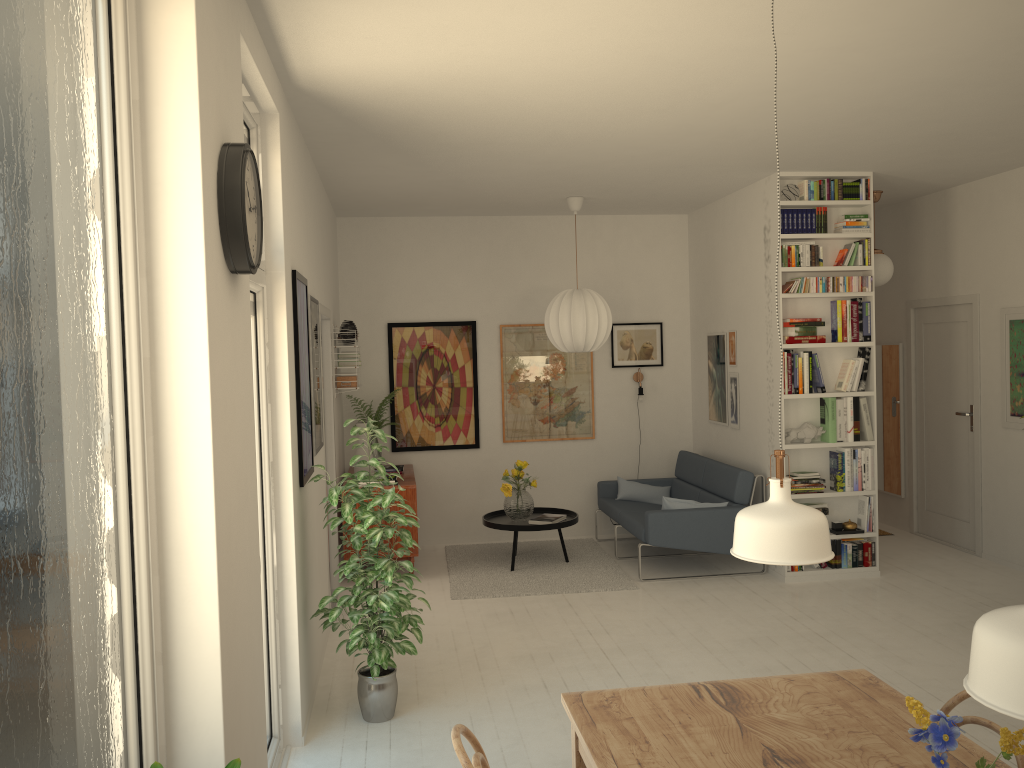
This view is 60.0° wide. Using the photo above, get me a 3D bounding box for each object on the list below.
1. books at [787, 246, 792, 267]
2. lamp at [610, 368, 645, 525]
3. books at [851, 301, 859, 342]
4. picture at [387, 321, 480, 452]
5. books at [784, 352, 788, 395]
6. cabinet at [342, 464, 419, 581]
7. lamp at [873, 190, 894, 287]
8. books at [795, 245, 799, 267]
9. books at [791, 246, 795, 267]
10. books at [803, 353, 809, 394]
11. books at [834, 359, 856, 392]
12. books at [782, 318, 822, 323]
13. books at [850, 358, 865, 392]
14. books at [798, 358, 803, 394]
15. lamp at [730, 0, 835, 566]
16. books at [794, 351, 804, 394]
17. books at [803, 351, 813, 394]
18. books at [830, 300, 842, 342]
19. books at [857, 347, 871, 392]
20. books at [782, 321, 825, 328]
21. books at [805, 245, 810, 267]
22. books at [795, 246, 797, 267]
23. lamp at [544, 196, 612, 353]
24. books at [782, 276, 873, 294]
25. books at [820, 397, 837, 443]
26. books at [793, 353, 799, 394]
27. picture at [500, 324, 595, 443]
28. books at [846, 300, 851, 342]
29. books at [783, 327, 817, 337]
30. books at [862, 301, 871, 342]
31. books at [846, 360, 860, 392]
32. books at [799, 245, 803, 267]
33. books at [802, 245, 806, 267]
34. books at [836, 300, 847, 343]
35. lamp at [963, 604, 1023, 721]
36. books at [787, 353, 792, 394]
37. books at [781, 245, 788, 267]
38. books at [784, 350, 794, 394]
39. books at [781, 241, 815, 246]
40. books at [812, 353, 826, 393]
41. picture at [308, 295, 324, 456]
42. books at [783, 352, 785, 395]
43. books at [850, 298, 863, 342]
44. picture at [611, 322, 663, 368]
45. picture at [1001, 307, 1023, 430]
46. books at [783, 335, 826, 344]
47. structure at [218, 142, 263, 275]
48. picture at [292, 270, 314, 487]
[{"bbox_3d":[1.944,-0.900,6.345,0.030,0.149,0.202,-2,2,-8],"label":"books"},{"bbox_3d":[1.041,0.567,8.012,0.360,1.416,0.112,-2,2,-8],"label":"lamp"},{"bbox_3d":[2.442,-0.447,6.429,0.059,0.291,0.182,-2,2,-8],"label":"books"},{"bbox_3d":[-0.689,0.020,7.828,0.778,1.133,0.018,-2,2,-8],"label":"picture"},{"bbox_3d":[1.927,-0.079,6.376,0.015,0.301,0.207,-2,2,-8],"label":"books"},{"bbox_3d":[-1.051,1.100,7.157,0.546,0.727,1.262,-2,2,-8],"label":"cabinet"},{"bbox_3d":[2.932,-1.170,7.170,0.275,0.767,0.275,-2,2,-13],"label":"lamp"},{"bbox_3d":[2.007,-0.906,6.364,0.024,0.155,0.188,-2,2,-8],"label":"books"},{"bbox_3d":[1.971,-0.902,6.344,0.023,0.152,0.199,-2,2,-8],"label":"books"},{"bbox_3d":[2.079,-0.078,6.384,0.032,0.290,0.189,-2,2,-8],"label":"books"},{"bbox_3d":[2.401,-0.061,6.410,0.115,0.232,0.133,-2,2,-8],"label":"books"},{"bbox_3d":[2.053,-0.456,6.386,0.266,0.026,0.203,-2,2,-18],"label":"books"},{"bbox_3d":[2.475,-0.069,6.450,0.092,0.244,0.196,-2,2,-8],"label":"books"},{"bbox_3d":[2.032,-0.060,6.375,0.024,0.260,0.199,-2,2,-8],"label":"books"},{"bbox_3d":[0.598,-0.406,2.016,0.229,1.595,0.230,-1,2,27],"label":"lamp"},{"bbox_3d":[2.051,-0.082,6.394,0.020,0.304,0.193,-2,2,-8],"label":"books"},{"bbox_3d":[2.113,-0.086,6.380,0.033,0.306,0.150,-2,2,-8],"label":"books"},{"bbox_3d":[2.329,-0.452,6.431,0.032,0.300,0.200,-2,2,-8],"label":"books"},{"bbox_3d":[2.527,-0.108,6.449,0.092,0.319,0.179,-2,2,-8],"label":"books"},{"bbox_3d":[2.061,-0.427,6.396,0.314,0.035,0.205,-2,2,-8],"label":"books"},{"bbox_3d":[2.078,-0.907,6.367,0.035,0.158,0.200,-2,2,-8],"label":"books"},{"bbox_3d":[1.987,-0.903,6.361,0.013,0.149,0.208,-2,2,-8],"label":"books"},{"bbox_3d":[0.516,-0.865,7.043,0.536,1.229,0.536,-1,2,26],"label":"lamp"},{"bbox_3d":[2.217,-0.706,6.398,0.664,0.110,0.278,-2,2,-8],"label":"books"},{"bbox_3d":[2.270,0.255,6.424,0.056,0.328,0.229,-2,2,-8],"label":"books"},{"bbox_3d":[2.004,-0.075,6.378,0.030,0.289,0.200,-2,2,-8],"label":"books"},{"bbox_3d":[0.321,-0.014,7.966,0.838,1.052,0.012,-2,2,-8],"label":"picture"},{"bbox_3d":[2.398,-0.451,6.429,0.029,0.301,0.185,-2,2,-8],"label":"books"},{"bbox_3d":[2.062,-0.375,6.385,0.268,0.064,0.128,-3,3,-37],"label":"books"},{"bbox_3d":[2.535,-0.449,6.439,0.054,0.289,0.179,-2,2,-8],"label":"books"},{"bbox_3d":[2.435,-0.060,6.422,0.105,0.225,0.138,-2,2,-8],"label":"books"},{"bbox_3d":[2.027,-0.905,6.351,0.012,0.155,0.208,-2,2,-8],"label":"books"},{"bbox_3d":[2.046,-0.908,6.370,0.028,0.159,0.222,-2,2,-8],"label":"books"},{"bbox_3d":[2.365,-0.450,6.430,0.039,0.302,0.199,-2,2,-8],"label":"books"},{"bbox_3d":[0.712,-0.376,1.165,0.229,1.595,0.230,0,2,38],"label":"lamp"},{"bbox_3d":[1.952,-0.075,6.372,0.032,0.291,0.203,-2,2,-8],"label":"books"},{"bbox_3d":[1.913,-0.903,6.338,0.034,0.162,0.197,-2,2,-8],"label":"books"},{"bbox_3d":[1.978,-0.088,6.376,0.021,0.317,0.179,-2,2,-8],"label":"books"},{"bbox_3d":[2.015,-0.997,6.361,0.255,0.022,0.189,-2,2,3],"label":"books"},{"bbox_3d":[2.175,-0.080,6.401,0.093,0.288,0.200,-2,2,-8],"label":"books"},{"bbox_3d":[-1.109,-0.053,5.014,0.020,0.869,0.525,-2,2,-8],"label":"picture"},{"bbox_3d":[1.908,-0.079,6.380,0.021,0.301,0.222,-2,2,-8],"label":"books"},{"bbox_3d":[2.488,-0.462,6.434,0.039,0.317,0.161,-2,2,-8],"label":"books"},{"bbox_3d":[1.138,-0.354,8.064,0.481,0.402,0.015,-2,2,-8],"label":"picture"},{"bbox_3d":[3.668,-0.104,6.135,0.012,0.876,0.822,-2,2,-8],"label":"picture"},{"bbox_3d":[2.067,-0.316,6.378,0.301,0.056,0.202,-2,2,-8],"label":"books"},{"bbox_3d":[-0.769,-0.499,2.537,0.074,0.371,0.371,-2,2,-8],"label":"structure"},{"bbox_3d":[-1.018,-0.033,4.338,0.018,0.999,0.546,-2,2,-8],"label":"picture"}]
